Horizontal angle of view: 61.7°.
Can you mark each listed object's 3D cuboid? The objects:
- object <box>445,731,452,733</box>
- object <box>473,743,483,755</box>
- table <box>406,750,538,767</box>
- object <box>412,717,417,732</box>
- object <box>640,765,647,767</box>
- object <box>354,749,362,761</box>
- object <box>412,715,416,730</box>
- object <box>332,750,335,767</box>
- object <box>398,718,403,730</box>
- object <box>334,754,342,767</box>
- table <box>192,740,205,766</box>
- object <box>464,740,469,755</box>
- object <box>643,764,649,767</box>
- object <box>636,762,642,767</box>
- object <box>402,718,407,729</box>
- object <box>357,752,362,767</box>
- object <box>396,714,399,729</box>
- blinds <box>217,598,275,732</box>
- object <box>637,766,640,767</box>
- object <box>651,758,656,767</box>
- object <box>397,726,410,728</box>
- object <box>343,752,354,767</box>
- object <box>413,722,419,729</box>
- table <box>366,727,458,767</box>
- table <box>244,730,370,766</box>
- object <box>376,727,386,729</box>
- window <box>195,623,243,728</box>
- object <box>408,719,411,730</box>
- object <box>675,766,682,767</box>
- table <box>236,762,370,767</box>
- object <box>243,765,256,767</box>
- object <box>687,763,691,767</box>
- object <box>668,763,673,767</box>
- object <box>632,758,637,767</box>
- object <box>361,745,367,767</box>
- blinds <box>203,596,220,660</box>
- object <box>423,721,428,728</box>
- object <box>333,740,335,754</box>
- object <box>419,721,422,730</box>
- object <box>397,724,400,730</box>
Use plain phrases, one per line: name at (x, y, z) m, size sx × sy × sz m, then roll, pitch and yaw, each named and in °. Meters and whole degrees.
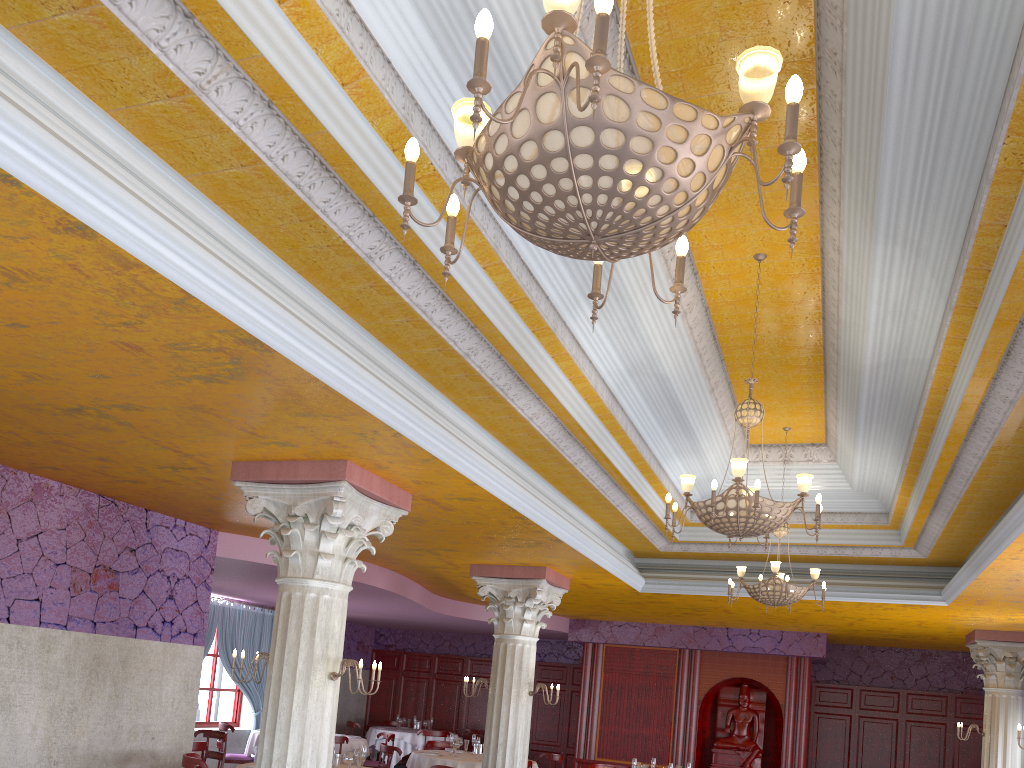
object at (-1.527, 8.010, 19.696) m, size 0.313 × 0.023 × 0.331 m, roll 5°, pitch -20°, yaw 1°
object at (-2.240, 5.947, 15.870) m, size 0.362 × 1.139 × 5.785 m, roll 11°, pitch -18°, yaw -39°
table at (-0.635, 6.383, 13.552) m, size 2.078 × 0.918 × 2.207 m, roll -2°, pitch -19°, yaw 21°
object at (-2.156, 7.554, 19.014) m, size 0.074 × 0.324 × 0.076 m, roll 4°, pitch -6°, yaw 13°
object at (1.738, 5.196, 11.364) m, size 0.122 × 0.255 × 0.127 m, roll 3°, pitch -8°, yaw 13°
object at (-1.777, 4.358, 9.908) m, size 0.122 × 0.255 × 0.127 m, roll 0°, pitch -10°, yaw 35°
object at (-2.256, 7.818, 19.775) m, size 0.074 × 0.324 × 0.076 m, roll 4°, pitch -6°, yaw 13°
object at (-2.023, 4.251, 9.711) m, size 0.144 × 0.204 × 0.074 m, roll 5°, pitch -7°, yaw 1°
object at (-2.496, 7.596, 19.118) m, size 0.125 × 0.255 × 0.124 m, roll 10°, pitch -10°, yaw -32°
object at (-1.902, 4.146, 9.313) m, size 0.088 × 0.229 × 0.086 m, roll 12°, pitch -10°, yaw -43°
table at (-5.250, 5.201, 11.414) m, size 2.087 × 0.918 × 2.197 m, roll 7°, pitch -18°, yaw -7°
object at (-0.745, 5.904, 13.923) m, size 0.086 × 0.229 × 0.088 m, roll 5°, pitch -7°, yaw 2°
object at (1.861, 5.433, 11.957) m, size 0.088 × 0.229 × 0.086 m, roll 12°, pitch -10°, yaw -43°
object at (1.750, 5.399, 11.926) m, size 0.122 × 0.255 × 0.127 m, roll 3°, pitch -8°, yaw 13°
object at (-2.484, 7.799, 19.680) m, size 0.125 × 0.255 × 0.124 m, roll 10°, pitch -10°, yaw -32°
object at (-1.746, 4.333, 9.794) m, size 0.086 × 0.229 × 0.088 m, roll 5°, pitch -7°, yaw 2°
object at (-2.586, 7.635, 19.347) m, size 0.074 × 0.324 × 0.076 m, roll 4°, pitch -6°, yaw 13°
blinds at (-5.297, 5.957, 16.813) m, size 0.243 × 3.219 × 1.908 m, roll 3°, pitch -9°, yaw 20°
object at (1.705, 5.247, 11.475) m, size 0.086 × 0.229 × 0.088 m, roll 5°, pitch -7°, yaw 2°
object at (1.978, 5.418, 12.021) m, size 0.075 × 0.324 × 0.074 m, roll 9°, pitch -7°, yaw -32°
object at (-2.540, 8.055, 20.076) m, size 0.313 × 0.023 × 0.331 m, roll 5°, pitch -20°, yaw 1°
object at (-1.789, 4.155, 9.346) m, size 0.122 × 0.255 × 0.127 m, roll 0°, pitch -10°, yaw 35°
object at (-2.167, 7.737, 19.467) m, size 0.144 × 0.204 × 0.074 m, roll 5°, pitch -7°, yaw 1°
table at (-2.263, 8.313, 19.340) m, size 2.078 × 0.918 × 2.207 m, roll -2°, pitch -19°, yaw 21°
table at (-3.618, 6.664, 15.084) m, size 2.078 × 0.918 × 2.207 m, roll -2°, pitch -19°, yaw 21°
object at (-2.912, 7.659, 19.065) m, size 0.313 × 0.023 × 0.331 m, roll 5°, pitch -20°, yaw 1°
window at (-6.231, 5.233, 16.217) m, size 0.159 × 2.447 × 3.758 m, roll 3°, pitch -15°, yaw 22°
object at (-2.373, 7.833, 19.711) m, size 0.086 × 0.229 × 0.088 m, roll 5°, pitch -7°, yaw 2°
object at (2.312, 5.444, 11.910) m, size 0.122 × 0.255 × 0.127 m, roll 3°, pitch -8°, yaw 13°
table at (-2.118, 4.826, 9.584) m, size 2.078 × 0.918 × 2.207 m, roll -2°, pitch -19°, yaw 21°
object at (-2.768, 4.173, 9.309) m, size 0.313 × 0.023 × 0.331 m, roll -2°, pitch -21°, yaw 20°
object at (2.409, 5.337, 11.687) m, size 0.075 × 0.324 × 0.074 m, roll 9°, pitch -7°, yaw -32°
object at (2.079, 5.154, 11.260) m, size 0.075 × 0.324 × 0.074 m, roll 9°, pitch -7°, yaw -32°
object at (1.648, 5.235, 11.593) m, size 0.075 × 0.324 × 0.074 m, roll 9°, pitch -7°, yaw -32°
object at (-1.681, 4.251, 9.685) m, size 0.075 × 0.324 × 0.074 m, roll 9°, pitch -7°, yaw -32°
blinds at (-5.950, 5.271, 15.067) m, size 0.243 × 3.218 × 2.041 m, roll 3°, pitch -10°, yaw 23°
object at (-1.933, 7.641, 19.102) m, size 0.122 × 0.255 × 0.127 m, roll 0°, pitch -10°, yaw 35°
object at (-2.111, 4.331, 10.019) m, size 0.075 × 0.324 × 0.074 m, roll 9°, pitch -7°, yaw -32°
object at (-2.047, 7.633, 19.069) m, size 0.086 × 0.229 × 0.088 m, roll 5°, pitch -7°, yaw 2°
object at (-2.530, 7.646, 19.229) m, size 0.086 × 0.229 × 0.088 m, roll 5°, pitch -7°, yaw 2°
